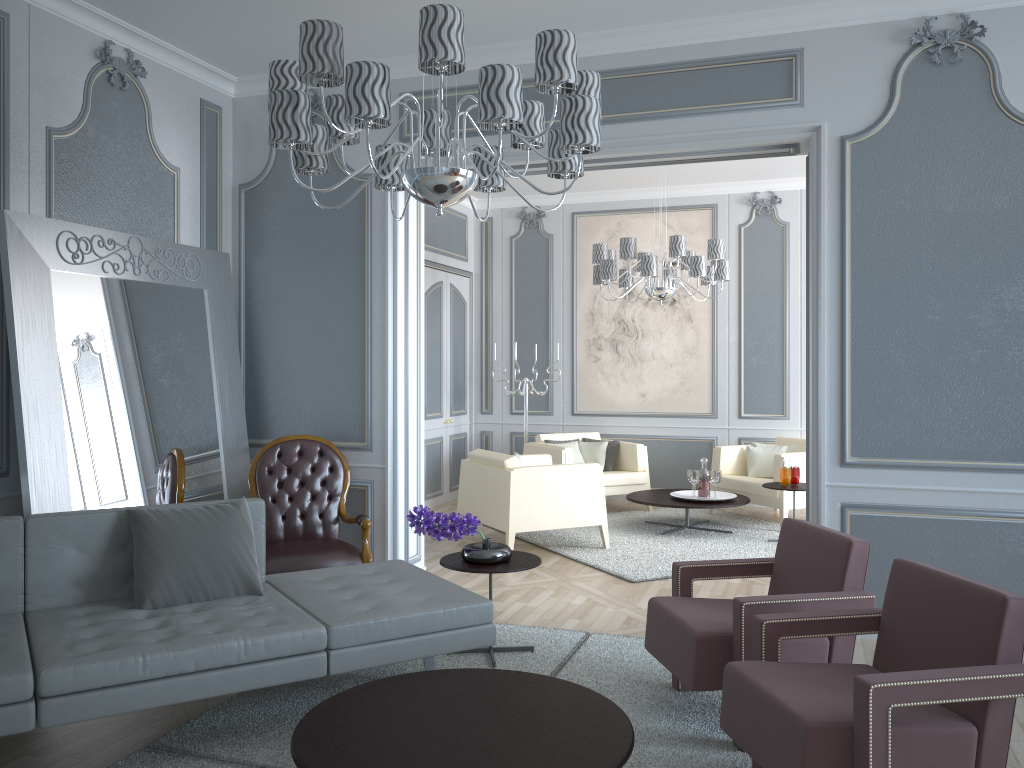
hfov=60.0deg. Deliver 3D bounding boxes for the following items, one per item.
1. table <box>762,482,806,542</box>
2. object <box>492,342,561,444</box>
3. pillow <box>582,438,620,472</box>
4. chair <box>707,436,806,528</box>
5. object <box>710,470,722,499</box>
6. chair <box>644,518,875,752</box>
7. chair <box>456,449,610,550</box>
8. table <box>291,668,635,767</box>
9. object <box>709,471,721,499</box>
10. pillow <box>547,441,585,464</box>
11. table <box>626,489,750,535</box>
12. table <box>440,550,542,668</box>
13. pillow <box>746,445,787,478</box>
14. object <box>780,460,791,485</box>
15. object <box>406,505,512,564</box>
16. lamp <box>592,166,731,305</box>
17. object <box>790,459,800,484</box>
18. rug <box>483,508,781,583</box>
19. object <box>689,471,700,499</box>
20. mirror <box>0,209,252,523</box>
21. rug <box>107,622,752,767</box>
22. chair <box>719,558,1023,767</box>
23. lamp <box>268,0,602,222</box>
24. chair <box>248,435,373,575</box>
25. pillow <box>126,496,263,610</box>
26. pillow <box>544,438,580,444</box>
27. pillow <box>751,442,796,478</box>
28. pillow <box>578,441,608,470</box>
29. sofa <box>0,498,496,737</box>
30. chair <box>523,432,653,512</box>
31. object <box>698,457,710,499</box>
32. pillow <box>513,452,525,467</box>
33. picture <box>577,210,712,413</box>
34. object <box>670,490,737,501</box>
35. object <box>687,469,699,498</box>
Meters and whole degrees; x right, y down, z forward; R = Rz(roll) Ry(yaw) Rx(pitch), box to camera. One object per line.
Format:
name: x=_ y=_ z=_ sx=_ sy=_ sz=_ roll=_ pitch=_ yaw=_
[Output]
table: x=1.890 y=0.873 z=5.938 sx=0.414 sy=0.385 sz=0.414 roll=0 pitch=1 yaw=-23
object: x=0.122 y=0.343 z=7.641 sx=0.446 sy=1.386 sz=0.446 roll=0 pitch=0 yaw=-26
pillow: x=0.715 y=0.598 z=7.427 sx=0.351 sy=0.276 sz=0.184 roll=0 pitch=0 yaw=35
chair: x=2.058 y=0.740 z=6.818 sx=0.737 sy=0.621 sz=0.855 roll=0 pitch=1 yaw=-26
object: x=1.462 y=0.718 z=6.357 sx=0.080 sy=0.196 sz=0.080 roll=0 pitch=0 yaw=2
chair: x=0.804 y=0.800 z=2.985 sx=0.606 sy=0.620 sz=0.576 roll=0 pitch=0 yaw=-11
chair: x=0.120 y=0.755 z=5.928 sx=0.737 sy=0.621 sz=0.855 roll=0 pitch=1 yaw=-26
table: x=-0.125 y=1.009 z=2.320 sx=0.882 sy=0.239 sz=0.882 roll=1 pitch=1 yaw=36
object: x=1.435 y=0.719 z=6.277 sx=0.080 sy=0.196 sz=0.080 roll=0 pitch=0 yaw=2
pillow: x=0.450 y=0.600 z=7.280 sx=0.312 sy=0.245 sz=0.163 roll=0 pitch=1 yaw=-37
table: x=1.272 y=0.938 z=6.434 sx=0.882 sy=0.239 sz=0.882 roll=0 pitch=1 yaw=16
table: x=-0.087 y=0.905 z=3.603 sx=0.414 sy=0.385 sz=0.414 roll=0 pitch=1 yaw=7
pillow: x=1.986 y=0.606 z=6.911 sx=0.312 sy=0.245 sz=0.163 roll=0 pitch=0 yaw=13
object: x=1.841 y=0.598 z=5.968 sx=0.075 sy=0.165 sz=0.075 roll=0 pitch=0 yaw=8
object: x=-0.211 y=0.602 z=3.583 sx=0.425 sy=0.221 sz=0.206 roll=0 pitch=0 yaw=-11
lamp: x=1.071 y=-1.127 z=6.410 sx=0.976 sy=1.119 sz=0.976 roll=0 pitch=0 yaw=7
object: x=1.914 y=0.597 z=6.015 sx=0.075 sy=0.165 sz=0.075 roll=0 pitch=0 yaw=-22
rug: x=1.121 y=1.057 z=6.171 sx=2.000 sy=0.010 sz=2.000 roll=0 pitch=1 yaw=-26
object: x=1.297 y=0.719 z=6.302 sx=0.080 sy=0.196 sz=0.080 roll=0 pitch=0 yaw=22
mirror: x=-1.670 y=0.204 z=4.090 sx=0.251 sy=1.792 sz=1.400 roll=0 pitch=0 yaw=19
rug: x=-0.174 y=1.123 z=2.383 sx=2.018 sy=0.010 sz=3.204 roll=0 pitch=1 yaw=19
chair: x=0.908 y=0.812 z=2.291 sx=0.606 sy=0.620 sz=0.576 roll=0 pitch=0 yaw=-11
lamp: x=-0.222 y=-1.062 z=2.656 sx=0.976 sy=1.119 sz=0.976 roll=0 pitch=0 yaw=7
chair: x=-1.000 y=0.677 z=4.290 sx=0.572 sy=0.828 sz=0.575 roll=0 pitch=0 yaw=-21
pillow: x=-1.104 y=0.599 z=3.100 sx=0.422 sy=0.354 sz=0.253 roll=0 pitch=0 yaw=-34
pillow: x=0.446 y=0.599 z=7.369 sx=0.351 sy=0.276 sz=0.184 roll=0 pitch=0 yaw=-25
pillow: x=2.051 y=0.606 z=6.971 sx=0.351 sy=0.276 sz=0.184 roll=0 pitch=0 yaw=25
pillow: x=0.641 y=0.598 z=7.379 sx=0.312 sy=0.245 sz=0.163 roll=0 pitch=0 yaw=23
sofa: x=-1.205 y=0.777 z=2.836 sx=2.204 sy=0.668 sz=0.810 roll=-1 pitch=1 yaw=-31
chair: x=0.599 y=0.731 z=7.320 sx=0.855 sy=0.621 sz=0.737 roll=0 pitch=1 yaw=-26
object: x=1.376 y=0.671 z=6.350 sx=0.086 sy=0.290 sz=0.086 roll=0 pitch=0 yaw=40
pillow: x=0.029 y=0.623 z=6.027 sx=0.182 sy=0.285 sz=0.360 roll=0 pitch=1 yaw=25
picture: x=1.153 y=-0.628 z=7.821 sx=1.199 sy=1.751 sz=0.001 roll=0 pitch=0 yaw=19
object: x=1.367 y=0.805 z=6.341 sx=0.468 sy=0.028 sz=0.468 roll=1 pitch=1 yaw=32
object: x=1.306 y=0.717 z=6.400 sx=0.080 sy=0.196 sz=0.080 roll=0 pitch=0 yaw=2
